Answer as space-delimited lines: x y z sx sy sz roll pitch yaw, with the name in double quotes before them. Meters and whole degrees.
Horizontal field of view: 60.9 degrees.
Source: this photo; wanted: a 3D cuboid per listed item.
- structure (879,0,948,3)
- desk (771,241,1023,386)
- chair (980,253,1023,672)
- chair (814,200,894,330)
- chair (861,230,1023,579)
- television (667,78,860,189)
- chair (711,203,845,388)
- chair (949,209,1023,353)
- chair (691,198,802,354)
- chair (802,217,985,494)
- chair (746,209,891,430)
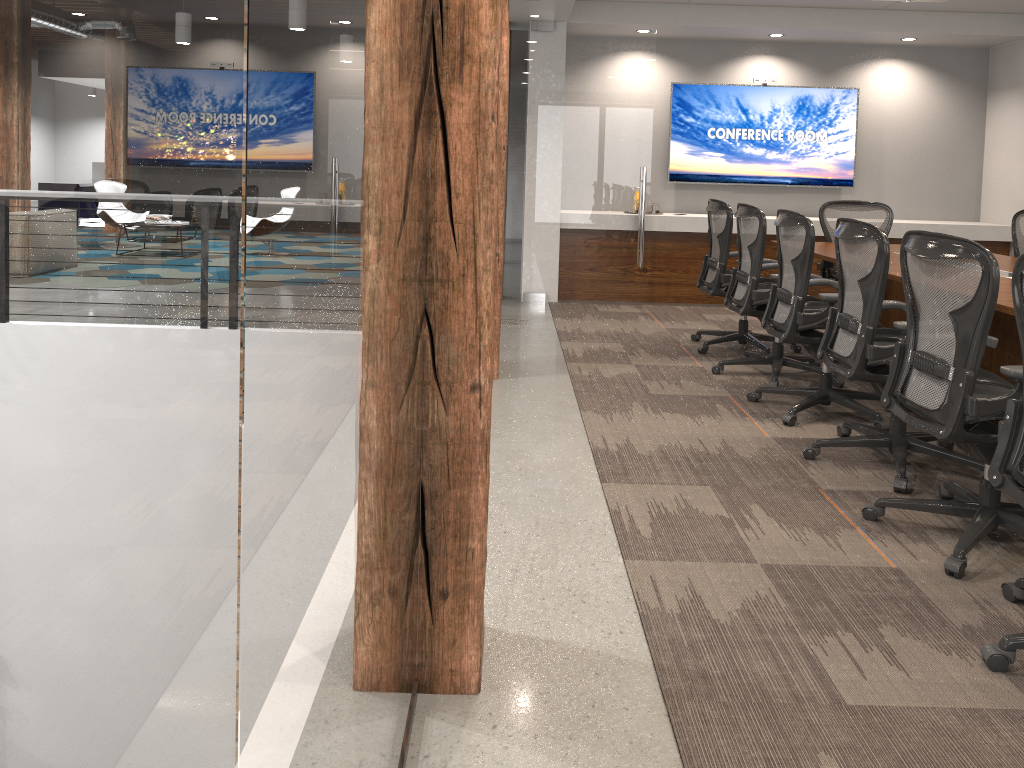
"structure" 2.512 -2.597 5.358 0.460 0.448 0.325 2 7 0
"desk" 2.708 0.025 3.774 1.403 0.737 6.208 2 14 -1
"chair" 1.636 0.206 2.264 0.792 1.072 0.786 -1 7 -19
"chair" 2.753 -0.871 6.743 0.770 1.072 0.809 0 7 -17
"chair" 1.722 0.014 3.048 0.761 1.071 0.819 0 7 -11
"television" 2.550 -2.553 8.861 1.908 1.091 0.066 2 3 0
"chair" 1.671 -0.591 5.484 0.792 1.072 0.786 0 7 -17
"chair" 3.510 -0.730 6.263 0.761 1.071 0.819 2 7 1
"chair" 1.714 -0.781 6.254 0.762 1.071 0.817 2 7 6
"chair" 1.712 -0.191 3.872 0.792 1.072 0.786 0 7 -15
"chair" 1.726 -0.384 4.653 0.761 1.071 0.819 1 7 -8
